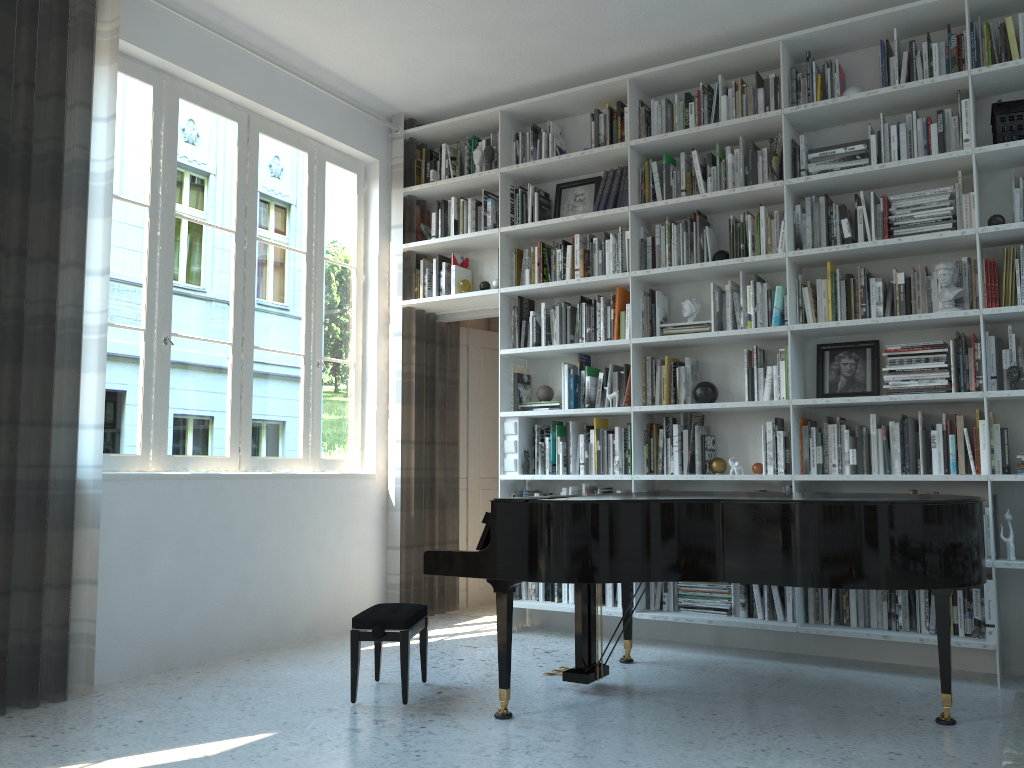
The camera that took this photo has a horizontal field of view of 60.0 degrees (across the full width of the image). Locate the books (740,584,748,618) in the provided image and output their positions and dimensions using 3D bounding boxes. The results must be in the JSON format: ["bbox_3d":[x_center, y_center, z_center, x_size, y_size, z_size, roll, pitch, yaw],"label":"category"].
[{"bbox_3d":[1.216,1.093,4.575,0.029,0.202,0.178,-3,-6,31],"label":"books"}]

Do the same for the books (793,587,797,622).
[{"bbox_3d":[1.441,1.091,4.442,0.024,0.179,0.171,-3,-6,31],"label":"books"}]

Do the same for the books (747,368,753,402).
[{"bbox_3d":[1.267,0.014,4.642,0.025,0.186,0.154,-3,-6,31],"label":"books"}]

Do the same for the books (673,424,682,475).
[{"bbox_3d":[0.922,0.358,4.814,0.027,0.269,0.185,-3,-6,31],"label":"books"}]

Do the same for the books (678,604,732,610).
[{"bbox_3d":[1.040,1.168,4.681,0.285,0.007,0.159,-3,-7,27],"label":"books"}]

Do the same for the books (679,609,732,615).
[{"bbox_3d":[1.045,1.196,4.687,0.285,0.007,0.159,-4,-7,31],"label":"books"}]

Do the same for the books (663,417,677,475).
[{"bbox_3d":[0.866,0.340,4.852,0.014,0.313,0.166,-3,-6,31],"label":"books"}]

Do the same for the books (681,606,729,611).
[{"bbox_3d":[1.043,1.175,4.686,0.254,0.007,0.161,-4,-7,32],"label":"books"}]

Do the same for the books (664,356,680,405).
[{"bbox_3d":[0.876,-0.007,4.861,0.026,0.274,0.190,-3,-6,31],"label":"books"}]

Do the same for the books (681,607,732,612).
[{"bbox_3d":[1.045,1.182,4.687,0.254,0.007,0.161,-4,-7,31],"label":"books"}]

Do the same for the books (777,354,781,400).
[{"bbox_3d":[1.394,-0.023,4.561,0.012,0.244,0.171,-3,-6,31],"label":"books"}]

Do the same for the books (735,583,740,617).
[{"bbox_3d":[1.196,1.064,4.604,0.031,0.265,0.144,-3,-6,31],"label":"books"}]

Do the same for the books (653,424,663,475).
[{"bbox_3d":[0.816,0.362,4.872,0.012,0.272,0.181,-3,-6,31],"label":"books"}]

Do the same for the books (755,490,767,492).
[{"bbox_3d":[1.291,0.697,4.591,0.025,0.294,0.134,-3,-6,31],"label":"books"}]

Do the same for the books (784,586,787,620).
[{"bbox_3d":[1.407,1.055,4.482,0.025,0.259,0.133,-3,-6,31],"label":"books"}]

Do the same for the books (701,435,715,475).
[{"bbox_3d":[1.052,0.380,4.750,0.023,0.212,0.160,-3,-6,31],"label":"books"}]

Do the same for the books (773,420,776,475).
[{"bbox_3d":[1.371,0.329,4.566,0.010,0.277,0.155,-3,-6,31],"label":"books"}]

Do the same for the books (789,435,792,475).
[{"bbox_3d":[1.445,0.361,4.511,0.024,0.200,0.158,-3,-6,31],"label":"books"}]

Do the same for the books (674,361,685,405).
[{"bbox_3d":[0.931,0.007,4.870,0.028,0.247,0.142,-3,-6,31],"label":"books"}]

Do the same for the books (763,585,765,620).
[{"bbox_3d":[1.308,1.072,4.519,0.011,0.231,0.174,-3,-6,31],"label":"books"}]

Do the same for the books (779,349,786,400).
[{"bbox_3d":[1.414,-0.036,4.557,0.027,0.269,0.178,-3,-6,31],"label":"books"}]

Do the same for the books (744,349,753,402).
[{"bbox_3d":[1.253,-0.033,4.659,0.012,0.285,0.159,-3,-6,31],"label":"books"}]

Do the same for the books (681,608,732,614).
[{"bbox_3d":[1.040,1.188,4.679,0.254,0.007,0.161,-4,-7,35],"label":"books"}]

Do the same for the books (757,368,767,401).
[{"bbox_3d":[1.318,0.015,4.628,0.030,0.182,0.154,-3,-6,31],"label":"books"}]

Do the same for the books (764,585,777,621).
[{"bbox_3d":[1.314,1.050,4.508,0.012,0.274,0.180,-3,-6,31],"label":"books"}]

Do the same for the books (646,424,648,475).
[{"bbox_3d":[0.779,0.366,4.919,0.013,0.275,0.147,-3,-6,31],"label":"books"}]

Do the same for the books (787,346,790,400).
[{"bbox_3d":[1.441,-0.045,4.534,0.021,0.281,0.162,-3,-6,31],"label":"books"}]

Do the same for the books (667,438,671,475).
[{"bbox_3d":[0.885,0.398,4.841,0.024,0.195,0.157,-3,-6,31],"label":"books"}]

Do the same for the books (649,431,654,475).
[{"bbox_3d":[0.802,0.381,4.889,0.030,0.239,0.157,-3,-6,31],"label":"books"}]

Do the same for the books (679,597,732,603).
[{"bbox_3d":[1.041,1.133,4.683,0.285,0.007,0.159,-3,-7,27],"label":"books"}]

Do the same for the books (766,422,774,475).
[{"bbox_3d":[1.348,0.332,4.563,0.027,0.269,0.159,-3,-6,31],"label":"books"}]

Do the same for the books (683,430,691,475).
[{"bbox_3d":[0.965,0.372,4.807,0.029,0.240,0.135,-3,-6,31],"label":"books"}]

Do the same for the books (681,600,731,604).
[{"bbox_3d":[1.041,1.140,4.683,0.254,0.007,0.161,-3,-7,27],"label":"books"}]

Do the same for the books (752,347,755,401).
[{"bbox_3d":[1.288,-0.038,4.647,0.011,0.291,0.156,-3,-6,31],"label":"books"}]

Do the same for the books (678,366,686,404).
[{"bbox_3d":[0.951,0.019,4.829,0.028,0.216,0.175,-3,-6,31],"label":"books"}]

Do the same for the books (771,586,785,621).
[{"bbox_3d":[1.358,1.048,4.497,0.073,0.275,0.181,-3,-6,31],"label":"books"}]

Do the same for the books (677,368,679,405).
[{"bbox_3d":[0.937,0.024,4.841,0.011,0.207,0.180,-3,-6,31],"label":"books"}]

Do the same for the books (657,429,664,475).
[{"bbox_3d":[0.843,0.374,4.865,0.042,0.248,0.163,-3,-6,31],"label":"books"}]

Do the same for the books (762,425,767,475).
[{"bbox_3d":[1.323,0.343,4.589,0.012,0.254,0.161,-3,-6,31],"label":"books"}]

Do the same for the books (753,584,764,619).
[{"bbox_3d":[1.278,1.064,4.540,0.062,0.252,0.178,-3,-6,31],"label":"books"}]

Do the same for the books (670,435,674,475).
[{"bbox_3d":[0.903,0.386,4.827,0.021,0.215,0.172,-3,-6,31],"label":"books"}]

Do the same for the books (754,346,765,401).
[{"bbox_3d":[1.297,-0.042,4.638,0.012,0.298,0.166,-3,-6,31],"label":"books"}]

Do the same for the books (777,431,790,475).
[{"bbox_3d":[1.393,0.354,4.536,0.029,0.220,0.153,-3,-6,31],"label":"books"}]

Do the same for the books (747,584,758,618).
[{"bbox_3d":[1.246,1.075,4.572,0.028,0.237,0.136,-3,-6,31],"label":"books"}]

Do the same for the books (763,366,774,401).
[{"bbox_3d":[1.347,0.008,4.593,0.057,0.188,0.156,-3,-6,31],"label":"books"}]

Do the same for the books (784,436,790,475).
[{"bbox_3d":[1.428,0.367,4.536,0.031,0.194,0.142,-3,-6,31],"label":"books"}]

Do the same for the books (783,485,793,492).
[{"bbox_3d":[1.408,0.674,4.496,0.013,0.319,0.173,-3,-6,31],"label":"books"}]

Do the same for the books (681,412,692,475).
[{"bbox_3d":[0.952,0.325,4.829,0.013,0.338,0.138,-3,-6,31],"label":"books"}]

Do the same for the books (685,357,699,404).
[{"bbox_3d":[0.983,-0.006,4.829,0.028,0.265,0.144,-3,-6,31],"label":"books"}]

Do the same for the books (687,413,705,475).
[{"bbox_3d":[0.990,0.325,4.777,0.050,0.328,0.166,-3,-6,31],"label":"books"}]

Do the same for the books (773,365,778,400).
[{"bbox_3d":[1.384,0.007,4.576,0.024,0.188,0.172,-3,-6,31],"label":"books"}]

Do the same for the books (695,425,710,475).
[{"bbox_3d":[1.022,0.356,4.753,0.027,0.261,0.163,-3,-6,31],"label":"books"}]

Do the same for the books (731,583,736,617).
[{"bbox_3d":[1.169,1.070,4.602,0.012,0.254,0.161,-3,-6,31],"label":"books"}]

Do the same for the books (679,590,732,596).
[{"bbox_3d":[1.046,1.100,4.694,0.285,0.007,0.159,-4,-7,31],"label":"books"}]

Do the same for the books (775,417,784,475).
[{"bbox_3d":[1.379,0.321,4.557,0.014,0.290,0.132,-3,-6,31],"label":"books"}]

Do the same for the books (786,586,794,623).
[{"bbox_3d":[1.412,1.051,4.443,0.024,0.259,0.189,-3,-6,31],"label":"books"}]

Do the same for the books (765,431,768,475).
[{"bbox_3d":[1.339,0.357,4.587,0.015,0.225,0.148,-3,-6,31],"label":"books"}]

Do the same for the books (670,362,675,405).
[{"bbox_3d":[0.904,0.009,4.867,0.014,0.243,0.153,-3,-6,31],"label":"books"}]

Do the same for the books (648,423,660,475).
[{"bbox_3d":[0.785,0.360,4.904,0.013,0.283,0.146,-3,-6,31],"label":"books"}]

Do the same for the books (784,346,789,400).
[{"bbox_3d":[1.426,-0.043,4.540,0.011,0.278,0.187,-3,-6,31],"label":"books"}]
